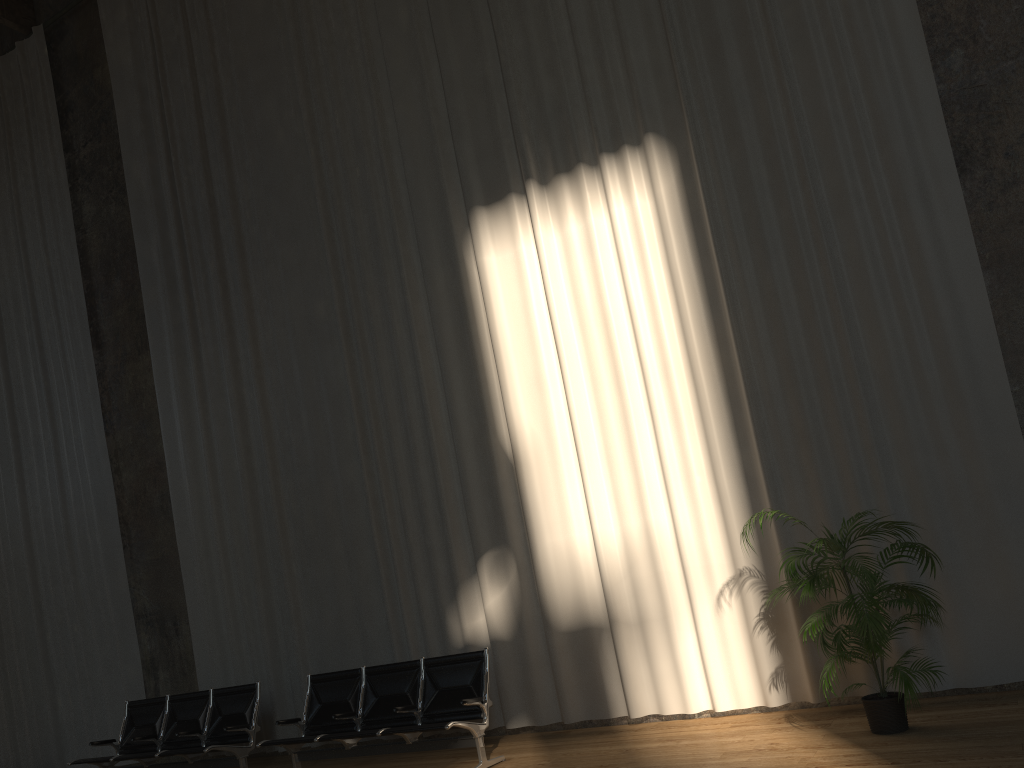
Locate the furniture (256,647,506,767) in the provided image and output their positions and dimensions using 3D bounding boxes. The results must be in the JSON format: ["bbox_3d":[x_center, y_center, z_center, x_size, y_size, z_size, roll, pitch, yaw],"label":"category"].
[{"bbox_3d":[-1.051,2.600,6.733,1.896,0.831,0.710,-17,-10,28],"label":"furniture"}]

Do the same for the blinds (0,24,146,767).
[{"bbox_3d":[-8.024,0.969,11.754,7.938,8.527,0.274,-15,-7,29],"label":"blinds"}]

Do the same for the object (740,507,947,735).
[{"bbox_3d":[2.089,1.407,5.396,1.139,1.435,1.099,-13,-8,19],"label":"object"}]

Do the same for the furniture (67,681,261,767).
[{"bbox_3d":[-3.098,3.234,7.868,1.896,0.831,0.710,-17,-10,28],"label":"furniture"}]

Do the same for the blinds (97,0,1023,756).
[{"bbox_3d":[-0.615,-1.327,7.645,7.938,8.527,0.274,-15,-7,29],"label":"blinds"}]
